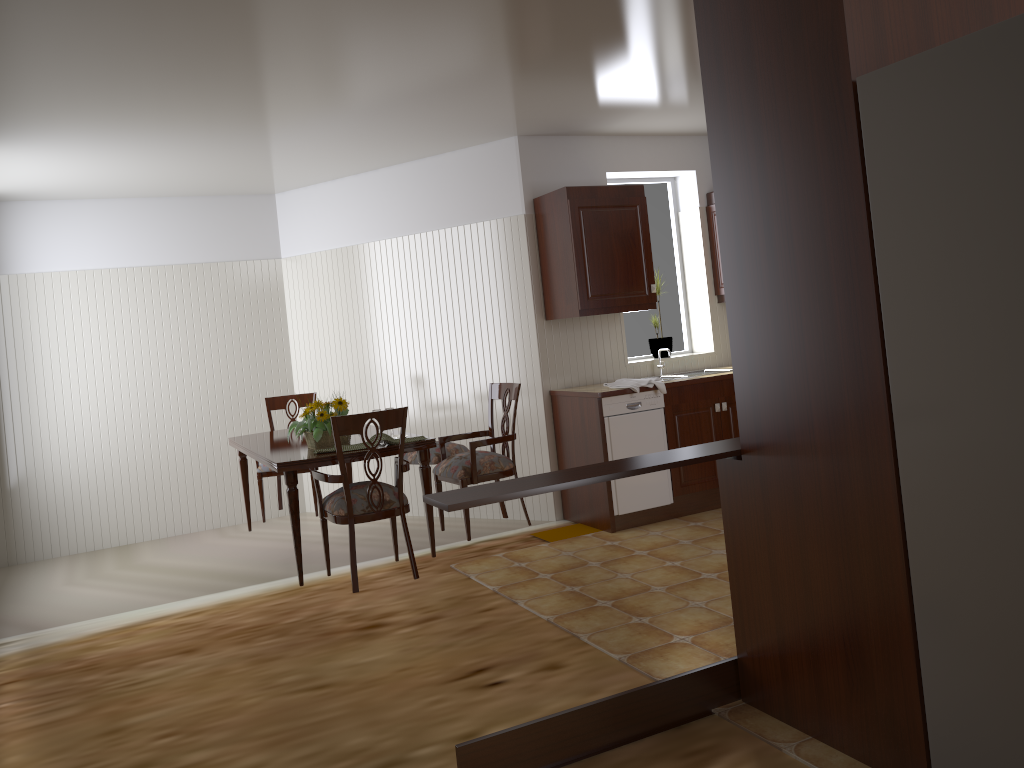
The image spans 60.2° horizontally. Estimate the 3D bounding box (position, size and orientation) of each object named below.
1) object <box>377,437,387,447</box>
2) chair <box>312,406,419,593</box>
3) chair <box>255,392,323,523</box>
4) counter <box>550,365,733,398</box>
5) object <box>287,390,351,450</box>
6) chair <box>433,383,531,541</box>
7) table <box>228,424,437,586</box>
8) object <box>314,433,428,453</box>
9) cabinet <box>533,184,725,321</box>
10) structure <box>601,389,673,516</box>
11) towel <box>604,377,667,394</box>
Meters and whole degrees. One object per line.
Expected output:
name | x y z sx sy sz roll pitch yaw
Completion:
object | -0.601 0.260 4.061 0.046 0.046 0.146 -6 3 -12
chair | -0.650 0.486 3.935 0.406 0.746 0.458 -6 0 -25
chair | -1.415 0.455 5.651 0.405 0.746 0.459 -6 0 -3
counter | 1.647 -0.033 4.738 1.830 0.032 2.778 -8 4 -25
object | -0.911 0.167 4.255 0.319 0.337 0.298 -7 1 -33
chair | -0.170 0.391 4.656 0.461 0.746 0.403 -6 0 -28
table | -0.988 0.564 4.674 0.737 0.558 1.674 -7 3 -25
object | -0.648 0.261 4.066 0.529 0.056 0.166 -7 3 -12
cabinet | 1.379 -0.854 4.666 1.373 0.779 2.776 -7 3 -25
structure | 0.668 0.425 5.338 0.425 0.747 0.378 -6 0 -25
towel | 0.756 0.017 5.261 0.342 0.097 0.331 -4 4 28
